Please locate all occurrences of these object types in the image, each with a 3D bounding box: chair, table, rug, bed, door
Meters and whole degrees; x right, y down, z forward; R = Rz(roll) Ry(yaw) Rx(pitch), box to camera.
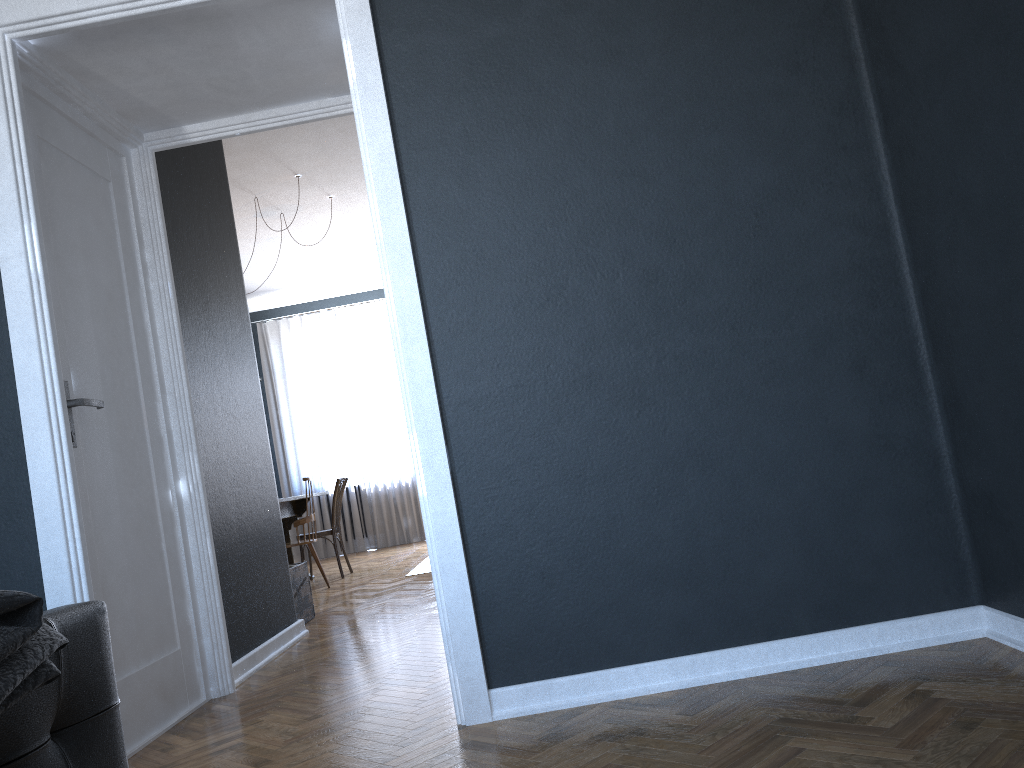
[{"bbox_3d":[-1.569,1.219,7.417,0.467,0.819,0.363,-10,-4,1],"label":"chair"},{"bbox_3d":[-2.154,1.342,7.090,1.126,0.726,1.606,-10,-5,1],"label":"table"},{"bbox_3d":[-0.254,1.407,7.475,1.003,0.013,2.013,-10,-5,1],"label":"rug"},{"bbox_3d":[-1.889,0.505,0.747,2.375,1.160,2.268,-10,-5,1],"label":"bed"},{"bbox_3d":[-1.390,0.097,3.033,0.162,2.184,0.858,-10,-4,1],"label":"door"},{"bbox_3d":[-1.649,1.161,6.768,0.383,0.855,0.457,-9,-4,-14],"label":"chair"}]

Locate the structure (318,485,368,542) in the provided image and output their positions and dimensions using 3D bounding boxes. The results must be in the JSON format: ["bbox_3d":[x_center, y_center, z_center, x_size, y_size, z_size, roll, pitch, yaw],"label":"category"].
[{"bbox_3d":[-1.293,1.375,10.102,1.846,0.600,0.216,-10,-4,1],"label":"structure"}]

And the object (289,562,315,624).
[{"bbox_3d":[-1.368,1.208,4.902,0.383,0.326,0.553,-10,-5,1],"label":"object"}]

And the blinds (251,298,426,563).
[{"bbox_3d":[-0.780,0.310,10.092,3.993,2.785,0.313,-10,-4,1],"label":"blinds"}]

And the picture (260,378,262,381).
[{"bbox_3d":[-2.940,0.120,8.062,0.058,0.770,4.462,-10,-5,1],"label":"picture"}]

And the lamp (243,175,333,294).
[{"bbox_3d":[-1.906,-0.594,7.026,1.593,1.572,0.582,-13,-5,32],"label":"lamp"}]

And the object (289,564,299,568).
[{"bbox_3d":[-1.386,1.134,4.907,0.370,0.246,0.533,-10,-5,2],"label":"object"}]
